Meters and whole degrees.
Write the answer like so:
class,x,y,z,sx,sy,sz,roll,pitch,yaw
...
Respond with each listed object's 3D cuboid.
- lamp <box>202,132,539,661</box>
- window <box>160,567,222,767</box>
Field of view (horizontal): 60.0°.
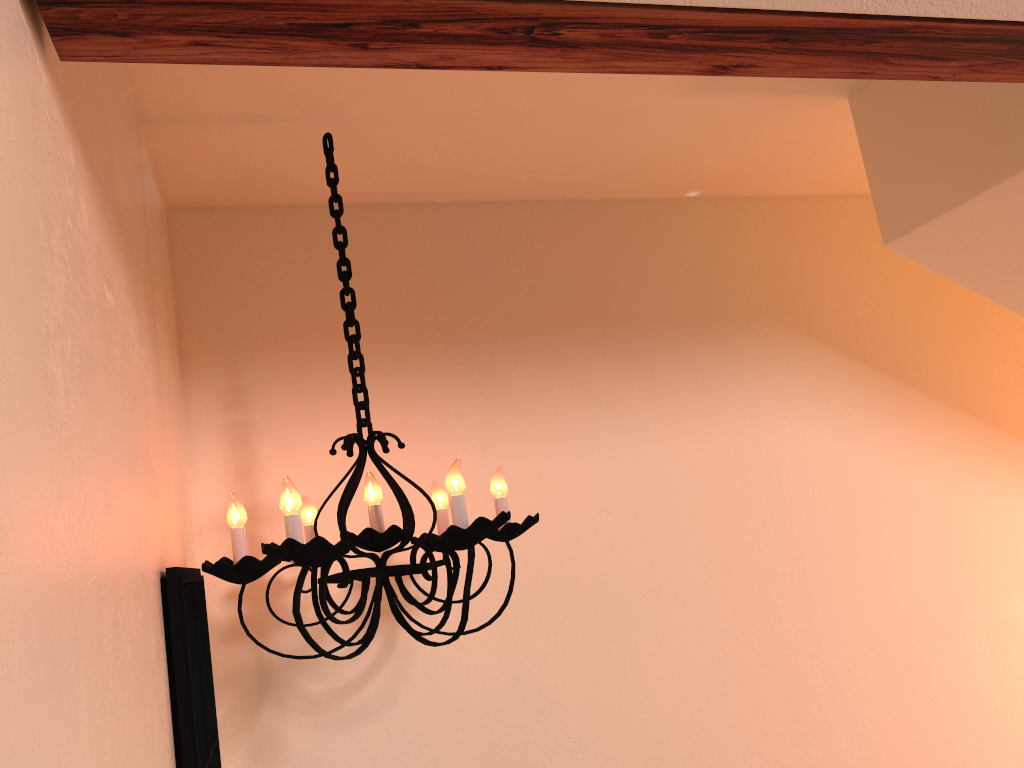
class,x,y,z,sx,sy,sz,roll,pitch,yaw
lamp,-0.297,-0.017,1.693,0.615,1.118,0.544,-7,-10,-5
window,-0.529,0.698,1.486,0.046,0.697,0.452,-6,-10,-16
